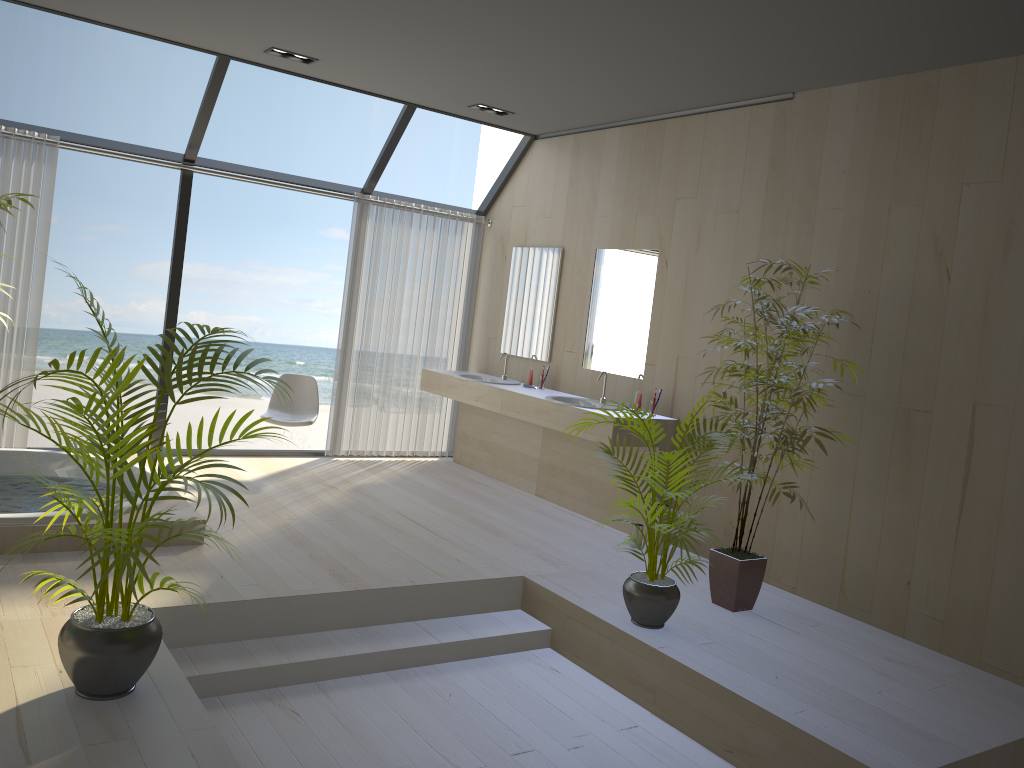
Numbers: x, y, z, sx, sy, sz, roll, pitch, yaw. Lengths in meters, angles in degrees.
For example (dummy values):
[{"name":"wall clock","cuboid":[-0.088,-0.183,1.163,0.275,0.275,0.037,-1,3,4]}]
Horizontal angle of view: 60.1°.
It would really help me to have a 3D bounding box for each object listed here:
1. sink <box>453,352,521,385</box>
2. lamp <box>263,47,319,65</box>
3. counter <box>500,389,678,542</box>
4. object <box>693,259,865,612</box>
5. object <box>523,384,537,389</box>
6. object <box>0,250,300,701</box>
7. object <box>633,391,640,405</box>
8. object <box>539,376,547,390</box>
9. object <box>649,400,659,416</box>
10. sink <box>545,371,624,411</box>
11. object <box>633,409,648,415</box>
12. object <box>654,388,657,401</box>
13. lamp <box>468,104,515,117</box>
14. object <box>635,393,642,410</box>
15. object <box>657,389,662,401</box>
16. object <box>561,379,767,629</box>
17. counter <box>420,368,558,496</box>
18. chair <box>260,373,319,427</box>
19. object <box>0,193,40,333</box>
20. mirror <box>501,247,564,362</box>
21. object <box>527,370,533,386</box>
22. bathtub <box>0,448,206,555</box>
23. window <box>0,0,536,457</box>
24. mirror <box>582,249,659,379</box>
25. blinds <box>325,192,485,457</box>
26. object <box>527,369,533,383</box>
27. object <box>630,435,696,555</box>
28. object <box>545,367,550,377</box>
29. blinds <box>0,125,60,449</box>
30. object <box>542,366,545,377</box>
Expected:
[{"name":"sink","cuboid":[-0.192,-0.049,6.866,0.503,0.418,0.576,5,4,-31]},{"name":"lamp","cuboid":[-1.376,-2.105,5.541,0.300,0.112,0.165,4,5,-34]},{"name":"counter","cuboid":[0.452,0.523,5.935,0.549,0.789,1.211,5,4,-35]},{"name":"object","cuboid":[1.260,0.250,4.417,0.786,1.754,0.938,7,2,-10]},{"name":"object","cuboid":[0.135,0.016,6.596,0.104,0.029,0.033,7,3,6]},{"name":"object","cuboid":[-1.174,0.292,2.822,0.877,1.343,1.062,9,3,44]},{"name":"object","cuboid":[0.815,0.115,5.794,0.039,0.134,0.039,7,2,7]},{"name":"object","cuboid":[0.226,-0.008,6.630,0.058,0.100,0.059,6,2,-28]},{"name":"object","cuboid":[0.899,0.155,5.634,0.058,0.100,0.059,6,2,-24]},{"name":"sink","cuboid":[0.481,0.114,5.870,0.503,0.418,0.576,5,4,-31]},{"name":"object","cuboid":[0.808,0.179,5.601,0.104,0.029,0.033,7,3,6]},{"name":"object","cuboid":[0.901,0.116,5.603,0.012,0.178,0.050,7,2,4]},{"name":"lamp","cuboid":[-0.143,-2.028,6.388,0.300,0.112,0.165,4,5,-34]},{"name":"object","cuboid":[0.813,0.124,5.680,0.039,0.134,0.039,7,2,7]},{"name":"object","cuboid":[0.919,0.116,5.635,0.053,0.175,0.012,7,1,-9]},{"name":"object","cuboid":[0.635,0.502,3.968,0.916,1.155,0.752,7,2,-1]},{"name":"counter","cuboid":[-0.221,0.360,6.930,0.549,0.789,1.211,5,4,-35]},{"name":"chair","cuboid":[-1.586,0.119,6.390,0.369,0.347,0.456,6,3,-6]},{"name":"object","cuboid":[-2.372,-0.089,3.284,0.786,1.754,0.938,7,2,-10]},{"name":"mirror","cuboid":[0.150,-0.642,6.975,0.023,0.867,0.656,6,3,-35]},{"name":"object","cuboid":[0.139,-0.039,6.676,0.039,0.134,0.039,7,2,14]},{"name":"bathtub","cuboid":[-2.730,0.585,4.552,1.817,0.697,1.655,4,5,-34]},{"name":"window","cuboid":[-2.044,-0.832,6.170,4.549,2.809,0.748,4,3,-34]},{"name":"mirror","cuboid":[0.750,-0.500,6.135,0.023,0.867,0.656,6,3,-35]},{"name":"blinds","cuboid":[-0.863,-0.437,7.251,1.179,2.067,0.084,5,2,-34]},{"name":"object","cuboid":[0.142,-0.049,6.790,0.039,0.134,0.039,7,2,14]},{"name":"object","cuboid":[0.956,0.645,5.391,0.275,0.748,0.406,8,3,43]},{"name":"object","cuboid":[0.246,-0.047,6.631,0.053,0.175,0.012,7,1,-9]},{"name":"blinds","cuboid":[-3.536,-0.603,5.415,1.179,2.067,0.084,5,2,-34]},{"name":"object","cuboid":[0.228,-0.048,6.599,0.012,0.178,0.050,7,2,4]}]
